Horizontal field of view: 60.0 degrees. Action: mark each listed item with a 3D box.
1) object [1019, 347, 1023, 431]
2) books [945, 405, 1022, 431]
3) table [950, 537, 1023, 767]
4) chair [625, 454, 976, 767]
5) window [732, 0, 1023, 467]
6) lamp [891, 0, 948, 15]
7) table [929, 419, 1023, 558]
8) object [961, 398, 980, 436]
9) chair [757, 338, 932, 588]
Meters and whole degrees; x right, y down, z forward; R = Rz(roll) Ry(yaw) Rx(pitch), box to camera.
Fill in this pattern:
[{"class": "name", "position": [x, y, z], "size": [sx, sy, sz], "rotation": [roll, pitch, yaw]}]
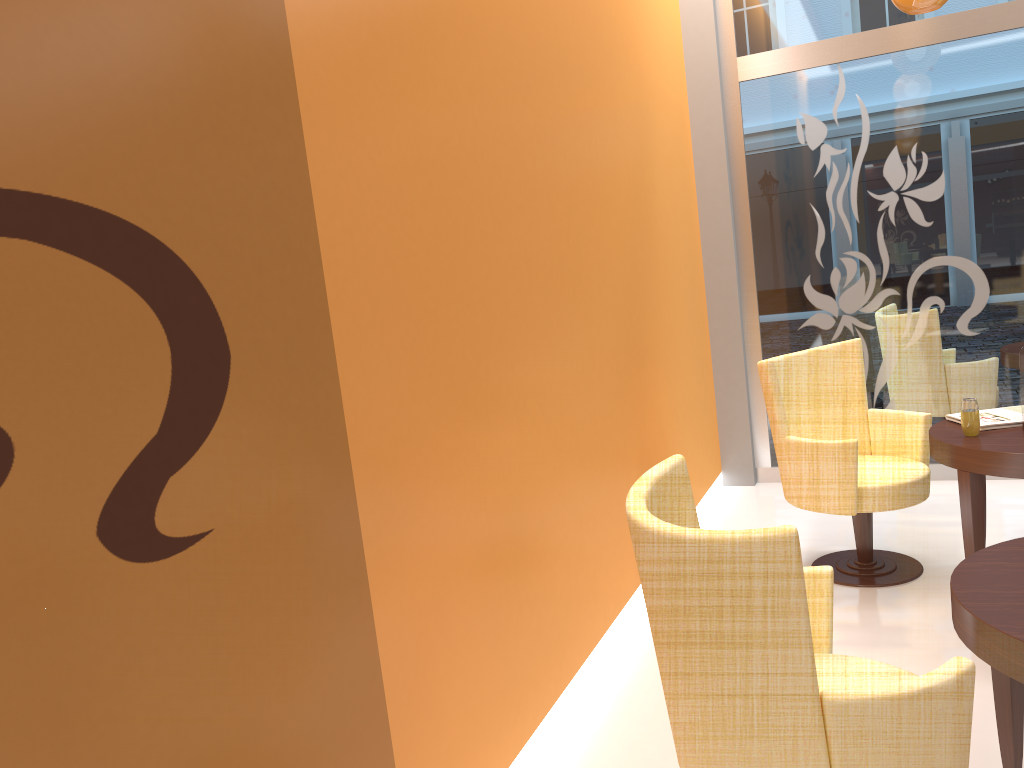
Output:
[{"class": "object", "position": [2.091, 0.006, 3.450], "size": [0.209, 0.335, 0.042], "rotation": [-6, 7, 7]}, {"class": "books", "position": [2.039, 0.139, 3.687], "size": [0.339, 0.028, 0.273], "rotation": [-7, 7, -1]}, {"class": "table", "position": [1.475, 0.784, 1.965], "size": [0.874, 0.679, 0.872], "rotation": [-11, 8, -29]}, {"class": "chair", "position": [0.651, 0.704, 2.028], "size": [0.685, 1.017, 0.729], "rotation": [-8, 7, -8]}, {"class": "window", "position": [5.114, -1.327, 3.849], "size": [8.200, 3.380, 0.040], "rotation": [-4, 8, 24]}, {"class": "lamp", "position": [1.829, -2.476, 4.029], "size": [0.299, 1.500, 0.299], "rotation": [-4, 8, 24]}, {"class": "table", "position": [2.151, 0.506, 3.514], "size": [0.874, 0.679, 0.872], "rotation": [-9, 8, -19]}, {"class": "object", "position": [1.804, 0.131, 3.490], "size": [0.067, 0.148, 0.067], "rotation": [-13, 10, -41]}, {"class": "chair", "position": [1.529, 0.342, 4.038], "size": [0.729, 1.017, 0.685], "rotation": [-12, 9, -33]}]
